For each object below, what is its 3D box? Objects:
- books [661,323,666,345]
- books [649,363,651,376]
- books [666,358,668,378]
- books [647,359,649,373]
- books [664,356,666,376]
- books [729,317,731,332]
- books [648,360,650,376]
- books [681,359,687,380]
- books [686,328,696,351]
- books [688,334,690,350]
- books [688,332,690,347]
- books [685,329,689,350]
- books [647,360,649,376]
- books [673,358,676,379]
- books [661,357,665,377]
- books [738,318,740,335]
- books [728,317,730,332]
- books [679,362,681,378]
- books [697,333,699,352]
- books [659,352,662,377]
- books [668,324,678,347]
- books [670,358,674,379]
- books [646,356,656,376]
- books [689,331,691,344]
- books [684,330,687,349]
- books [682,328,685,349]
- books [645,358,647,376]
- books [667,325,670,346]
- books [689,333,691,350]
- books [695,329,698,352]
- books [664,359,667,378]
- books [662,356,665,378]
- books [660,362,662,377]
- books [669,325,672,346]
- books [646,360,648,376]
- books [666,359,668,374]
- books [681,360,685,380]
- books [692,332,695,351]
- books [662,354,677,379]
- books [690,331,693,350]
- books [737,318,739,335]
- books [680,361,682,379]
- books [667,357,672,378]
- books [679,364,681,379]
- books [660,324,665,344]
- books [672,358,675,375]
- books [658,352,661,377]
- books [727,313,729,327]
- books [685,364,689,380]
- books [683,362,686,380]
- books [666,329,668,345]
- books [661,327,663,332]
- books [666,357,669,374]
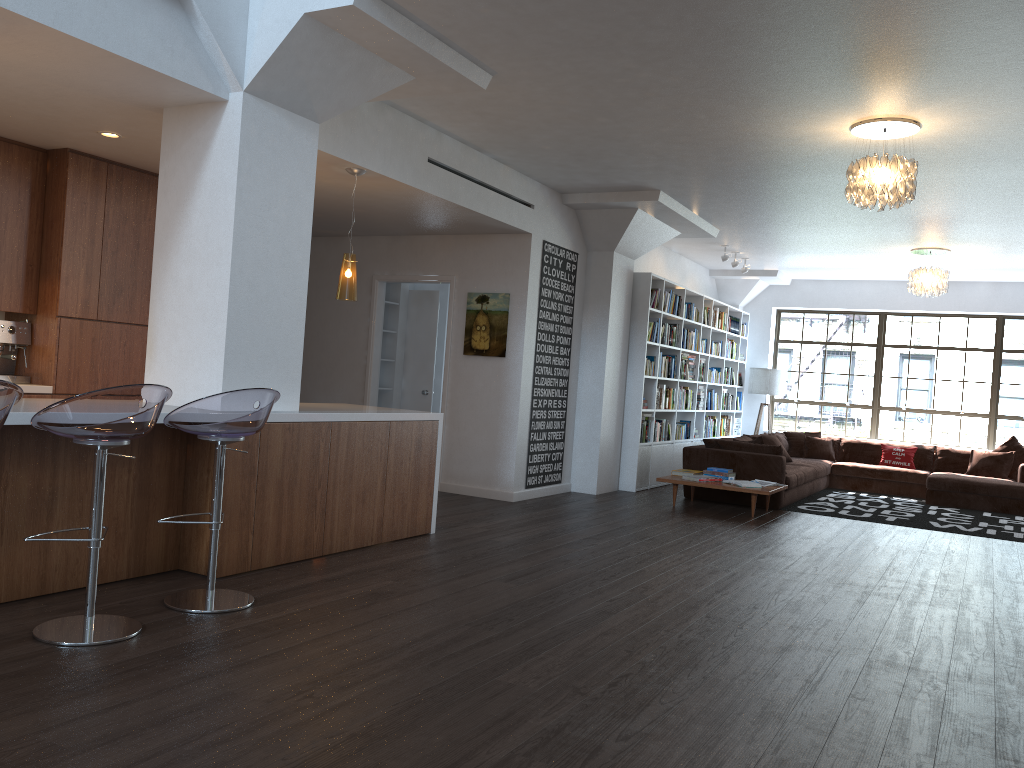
[{"bbox_3d":[1.700,-0.585,10.362,0.183,0.253,0.042,4,0,28],"label":"books"},{"bbox_3d":[1.511,-0.168,10.007,0.110,0.153,0.019,4,0,28],"label":"books"},{"bbox_3d":[1.762,-0.192,10.525,0.167,0.230,0.037,4,0,28],"label":"books"},{"bbox_3d":[1.468,-0.186,9.959,0.134,0.184,0.030,4,0,28],"label":"books"},{"bbox_3d":[1.724,-0.204,10.449,0.159,0.250,0.026,4,0,28],"label":"books"},{"bbox_3d":[3.080,-0.857,12.834,0.161,0.223,0.032,4,0,28],"label":"books"},{"bbox_3d":[1.482,-0.183,9.981,0.128,0.178,0.022,4,0,28],"label":"books"},{"bbox_3d":[2.090,-0.183,11.136,0.183,0.253,0.042,4,0,28],"label":"books"},{"bbox_3d":[2.269,-0.569,11.403,0.176,0.290,0.053,4,0,28],"label":"books"},{"bbox_3d":[2.167,-0.541,11.204,0.161,0.223,0.026,4,0,28],"label":"books"},{"bbox_3d":[2.144,-0.547,11.179,0.167,0.230,0.037,4,0,28],"label":"books"},{"bbox_3d":[2.119,-0.559,11.113,0.182,0.253,0.034,4,0,28],"label":"books"},{"bbox_3d":[1.462,-0.184,9.933,0.128,0.178,0.021,4,0,28],"label":"books"},{"bbox_3d":[1.892,-0.195,10.733,0.182,0.253,0.034,4,0,28],"label":"books"},{"bbox_3d":[1.684,-0.201,10.365,0.174,0.239,0.045,4,0,28],"label":"books"},{"bbox_3d":[3.311,-0.858,13.291,0.183,0.253,0.042,4,0,28],"label":"books"},{"bbox_3d":[3.057,-0.858,12.811,0.161,0.223,0.033,4,0,28],"label":"books"},{"bbox_3d":[1.976,-0.206,10.940,0.198,0.284,0.049,4,0,28],"label":"books"},{"bbox_3d":[2.340,-0.544,11.516,0.159,0.250,0.026,4,0,28],"label":"books"},{"bbox_3d":[1.645,-0.229,10.300,0.176,0.290,0.053,4,0,28],"label":"books"},{"bbox_3d":[1.911,-0.588,10.777,0.198,0.284,0.049,4,0,28],"label":"books"},{"bbox_3d":[1.853,-0.191,10.671,0.174,0.239,0.045,4,0,28],"label":"books"},{"bbox_3d":[1.561,-0.204,10.121,0.140,0.231,0.042,4,0,28],"label":"books"},{"bbox_3d":[2.187,-0.554,11.253,0.159,0.250,0.026,4,0,28],"label":"books"},{"bbox_3d":[2.072,-0.556,11.024,0.174,0.239,0.045,4,0,28],"label":"books"},{"bbox_3d":[2.041,-0.564,10.958,0.182,0.253,0.034,4,0,28],"label":"books"},{"bbox_3d":[1.423,-0.195,9.868,0.136,0.196,0.045,4,0,28],"label":"books"},{"bbox_3d":[1.778,-0.577,10.507,0.171,0.246,0.039,4,0,28],"label":"books"},{"bbox_3d":[2.181,-0.540,11.227,0.161,0.223,0.027,4,0,28],"label":"books"},{"bbox_3d":[2.294,-0.564,11.458,0.197,0.283,0.065,4,0,28],"label":"books"},{"bbox_3d":[1.743,-0.189,10.468,0.161,0.223,0.027,4,0,28],"label":"books"},{"bbox_3d":[1.706,-0.203,10.412,0.170,0.245,0.057,4,0,28],"label":"books"},{"bbox_3d":[1.662,-0.194,10.336,0.161,0.223,0.027,4,0,28],"label":"books"},{"bbox_3d":[1.810,-0.579,10.574,0.183,0.253,0.042,4,0,28],"label":"books"},{"bbox_3d":[1.453,-0.184,9.913,0.128,0.178,0.022,4,0,28],"label":"books"},{"bbox_3d":[1.754,-0.188,10.493,0.161,0.223,0.026,4,0,28],"label":"books"},{"bbox_3d":[2.045,-0.179,11.032,0.174,0.240,0.054,4,0,28],"label":"books"},{"bbox_3d":[2.236,-0.545,11.333,0.174,0.239,0.045,4,0,28],"label":"books"},{"bbox_3d":[1.913,-0.212,10.793,0.176,0.294,0.102,4,0,28],"label":"books"},{"bbox_3d":[2.208,-0.550,11.289,0.170,0.245,0.057,4,0,28],"label":"books"},{"bbox_3d":[3.288,-0.859,13.254,0.183,0.253,0.042,4,0,28],"label":"books"},{"bbox_3d":[2.023,-0.172,10.994,0.161,0.223,0.032,4,0,28],"label":"books"},{"bbox_3d":[1.804,-0.200,10.583,0.182,0.253,0.034,4,0,28],"label":"books"},{"bbox_3d":[2.002,-0.187,10.971,0.160,0.251,0.031,4,0,28],"label":"books"},{"bbox_3d":[1.656,-0.579,10.283,0.174,0.236,0.142,4,0,29],"label":"books"},{"bbox_3d":[1.866,-0.196,10.709,0.182,0.253,0.034,4,0,28],"label":"books"},{"bbox_3d":[1.612,-0.228,10.249,0.197,0.283,0.065,4,0,28],"label":"books"},{"bbox_3d":[2.997,-0.893,12.725,0.198,0.284,0.049,4,0,28],"label":"books"},{"bbox_3d":[2.156,-0.155,11.237,0.161,0.207,0.135,4,0,28],"label":"books"},{"bbox_3d":[2.085,-0.168,11.096,0.161,0.223,0.032,4,0,28],"label":"books"},{"bbox_3d":[1.757,-0.580,10.474,0.160,0.251,0.039,4,0,28],"label":"books"},{"bbox_3d":[1.635,-0.566,10.229,0.161,0.207,0.135,4,0,29],"label":"books"},{"bbox_3d":[1.768,-0.203,10.564,0.182,0.253,0.034,4,0,28],"label":"books"}]
